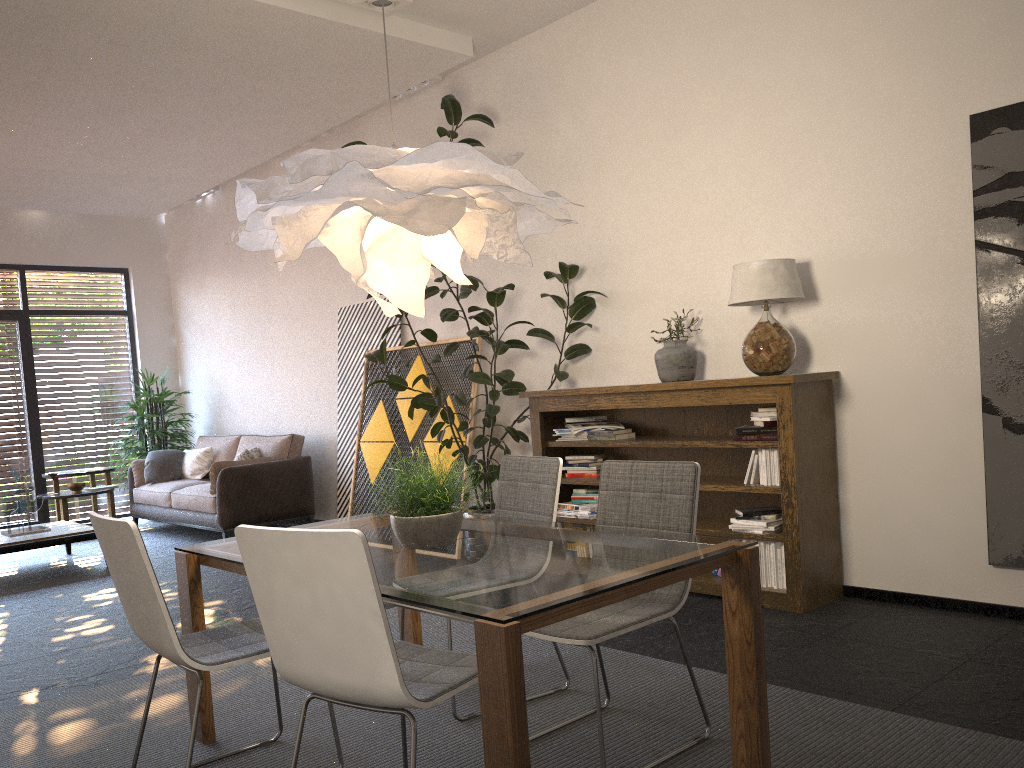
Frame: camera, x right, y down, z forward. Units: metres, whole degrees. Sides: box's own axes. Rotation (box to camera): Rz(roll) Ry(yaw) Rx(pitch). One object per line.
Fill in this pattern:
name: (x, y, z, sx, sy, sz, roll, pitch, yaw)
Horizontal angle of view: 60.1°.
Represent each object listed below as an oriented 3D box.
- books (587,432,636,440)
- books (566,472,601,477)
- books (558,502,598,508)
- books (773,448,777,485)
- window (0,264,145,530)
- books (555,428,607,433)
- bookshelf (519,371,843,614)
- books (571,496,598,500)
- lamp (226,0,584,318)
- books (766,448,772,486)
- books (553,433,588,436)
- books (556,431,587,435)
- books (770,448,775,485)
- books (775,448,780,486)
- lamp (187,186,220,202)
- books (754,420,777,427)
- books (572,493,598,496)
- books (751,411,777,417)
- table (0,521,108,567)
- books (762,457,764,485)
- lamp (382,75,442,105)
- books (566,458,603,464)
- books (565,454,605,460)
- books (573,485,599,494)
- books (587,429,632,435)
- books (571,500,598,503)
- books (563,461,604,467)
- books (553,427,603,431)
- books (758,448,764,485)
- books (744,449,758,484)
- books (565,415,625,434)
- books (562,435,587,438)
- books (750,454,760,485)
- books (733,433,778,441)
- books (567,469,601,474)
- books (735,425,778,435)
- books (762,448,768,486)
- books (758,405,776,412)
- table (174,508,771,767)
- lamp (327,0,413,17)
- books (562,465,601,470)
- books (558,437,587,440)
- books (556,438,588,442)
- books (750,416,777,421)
books: (0.606, 0.320, 5.419, 0.179, 0.034, 0.243, -4, 0, -39)
books: (0.477, 0.568, 5.630, 0.224, 0.021, 0.158, -4, 0, 33)
books: (0.466, 0.744, 5.536, 0.218, 0.013, 0.305, -4, 0, -38)
books: (1.385, 0.417, 4.527, 0.135, 0.189, 0.018, -6, 3, -42)
window: (-6.208, 0.184, 9.099, 4.928, 3.036, 0.460, -5, 3, -42)
books: (0.460, 0.288, 5.606, 0.319, 0.011, 0.252, -4, 0, 19)
bookshelf: (0.896, 0.578, 5.104, 0.449, 1.175, 1.920, -7, 2, -42)
books: (0.522, 0.705, 5.568, 0.250, 0.023, 0.174, -4, 0, 33)
lamp: (-0.509, -2.803, 2.728, 1.115, 5.226, 1.061, -6, 3, -31)
books: (1.350, 0.419, 4.539, 0.135, 0.189, 0.015, -6, 3, -42)
books: (0.456, 0.309, 5.600, 0.319, 0.011, 0.252, -4, 0, 29)
books: (0.467, 0.298, 5.589, 0.319, 0.011, 0.252, -4, 0, 19)
books: (1.371, 0.417, 4.537, 0.135, 0.189, 0.015, -6, 3, -42)
books: (1.383, 0.416, 4.503, 0.135, 0.189, 0.015, -6, 3, -42)
lamp: (-3.426, -2.079, 9.580, 0.252, 0.066, 0.645, -4, 0, -42)
books: (1.373, 0.194, 4.531, 0.225, 0.029, 0.179, -4, 0, 0)
books: (0.537, 0.684, 5.574, 0.255, 0.014, 0.192, -4, 0, 36)
books: (1.369, 0.148, 4.557, 0.243, 0.024, 0.174, -4, 0, 3)
table: (-3.958, 1.359, 7.145, 1.046, 0.308, 1.116, -4, 0, -42)
books: (1.329, 0.435, 4.566, 0.120, 0.159, 0.016, -6, 3, -42)
lamp: (-0.830, -2.269, 6.737, 0.252, 0.066, 0.645, -4, 0, -42)
books: (0.460, 0.483, 5.623, 0.221, 0.023, 0.147, -4, 0, -1)
books: (0.466, 0.462, 5.621, 0.205, 0.020, 0.154, -4, 0, 33)
books: (0.535, 0.663, 5.575, 0.246, 0.028, 0.193, -4, 0, 28)
books: (0.595, 0.292, 5.420, 0.166, 0.024, 0.227, -4, 0, -38)
books: (0.524, 0.728, 5.569, 0.250, 0.023, 0.174, -4, 0, 28)
books: (0.457, 0.506, 5.630, 0.162, 0.023, 0.232, -4, 0, -42)
books: (0.454, 0.278, 5.613, 0.319, 0.011, 0.252, -4, 0, 24)
books: (1.326, 0.421, 4.591, 0.135, 0.189, 0.018, -6, 3, -42)
books: (1.276, 0.427, 4.621, 0.135, 0.182, 0.078, -6, 3, -42)
books: (0.513, 0.260, 5.559, 0.322, 0.109, 0.272, -4, 0, -7)
books: (0.493, 0.317, 5.575, 0.318, 0.011, 0.252, -4, 0, 14)
books: (1.291, 0.439, 4.608, 0.120, 0.158, 0.056, -6, 3, -42)
books: (1.326, 0.266, 4.572, 0.286, 0.034, 0.229, -4, 0, 40)
books: (0.471, 0.547, 5.625, 0.205, 0.022, 0.154, -4, 0, 28)
books: (1.165, -3.111, 1.870, 0.360, 6.725, 5.382, -4, 2, -2)
books: (1.334, 0.420, 4.547, 0.135, 0.189, 0.018, -6, 3, -42)
books: (1.373, 0.125, 4.562, 0.155, 0.022, 0.204, -4, 0, 33)
table: (-0.233, 0.882, 2.915, 0.994, 0.716, 1.801, -5, 1, -42)
lamp: (-0.911, -2.266, 5.107, 0.643, 0.066, 0.253, -4, 0, -42)
books: (0.466, 0.527, 5.627, 0.244, 0.019, 0.174, -4, 0, 33)
books: (0.477, 0.329, 5.581, 0.319, 0.011, 0.252, -4, 0, 17)
books: (0.467, 0.341, 5.584, 0.319, 0.011, 0.252, -4, 0, 21)
books: (1.375, 0.170, 4.537, 0.243, 0.019, 0.174, -4, 0, -17)
